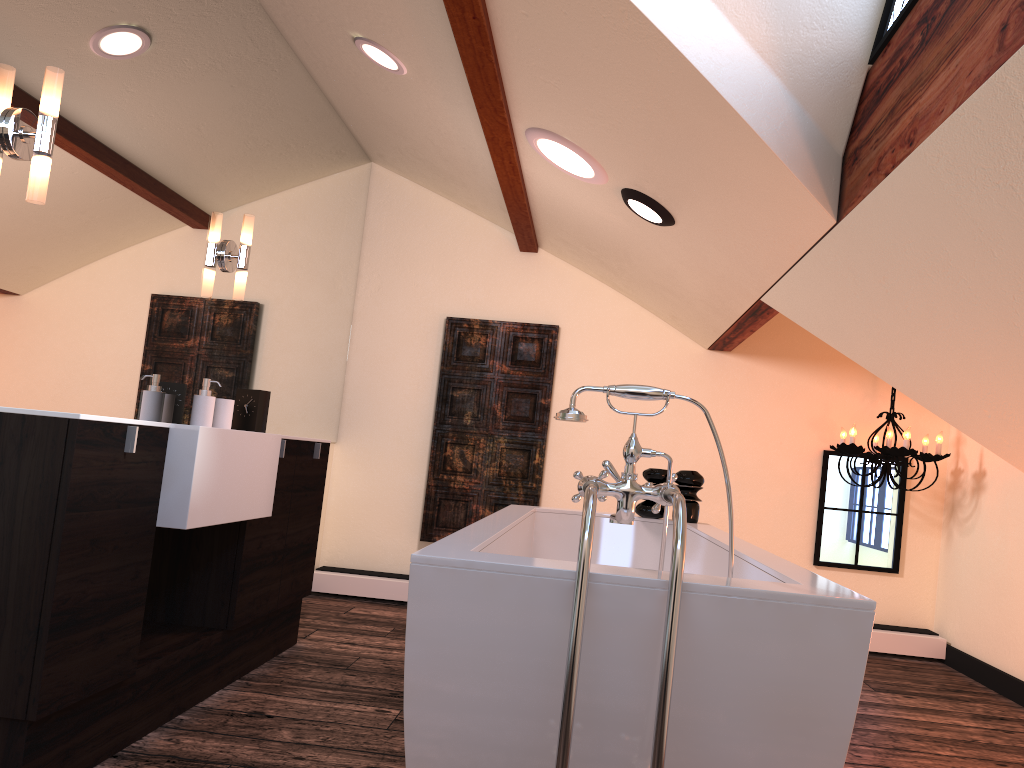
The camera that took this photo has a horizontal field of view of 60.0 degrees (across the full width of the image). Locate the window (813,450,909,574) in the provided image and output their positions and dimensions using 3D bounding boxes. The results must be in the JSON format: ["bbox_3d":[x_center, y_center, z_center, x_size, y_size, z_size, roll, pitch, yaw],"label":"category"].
[{"bbox_3d":[1.900,0.772,4.835,0.449,0.700,0.046,6,-3,5],"label":"window"}]

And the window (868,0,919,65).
[{"bbox_3d":[-0.193,-1.502,0.588,2.106,0.674,3.529,5,-5,5],"label":"window"}]

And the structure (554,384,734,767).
[{"bbox_3d":[0.189,0.542,1.670,0.384,1.117,0.556,5,-4,20],"label":"structure"}]

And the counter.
[{"bbox_3d":[-0.994,0.300,2.804,0.442,0.295,1.861,5,-5,5],"label":"counter"}]

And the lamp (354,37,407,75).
[{"bbox_3d":[-0.492,-1.364,3.319,0.206,0.101,0.229,5,-5,10],"label":"lamp"}]

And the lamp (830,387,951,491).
[{"bbox_3d":[1.945,0.035,4.529,0.540,1.122,0.618,5,-4,16],"label":"lamp"}]

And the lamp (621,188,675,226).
[{"bbox_3d":[0.506,-0.727,3.292,0.214,0.129,0.247,6,-5,1],"label":"lamp"}]

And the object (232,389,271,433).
[{"bbox_3d":[-0.984,0.113,3.341,0.116,0.177,0.067,4,-4,28],"label":"object"}]

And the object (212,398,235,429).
[{"bbox_3d":[-1.049,0.122,3.208,0.073,0.122,0.073,6,-4,0],"label":"object"}]

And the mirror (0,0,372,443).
[{"bbox_3d":[-1.055,-0.706,3.553,0.011,1.839,3.244,6,-5,5],"label":"mirror"}]

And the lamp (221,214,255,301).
[{"bbox_3d":[-1.040,-0.536,3.371,0.083,0.364,0.132,6,-3,5],"label":"lamp"}]

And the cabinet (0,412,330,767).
[{"bbox_3d":[-1.055,0.621,2.789,0.386,0.920,1.862,6,-5,5],"label":"cabinet"}]

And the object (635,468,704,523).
[{"bbox_3d":[0.626,0.491,3.553,0.276,0.228,0.157,3,-5,35],"label":"object"}]

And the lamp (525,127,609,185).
[{"bbox_3d":[0.203,-0.935,3.282,0.329,0.171,0.371,6,-5,1],"label":"lamp"}]

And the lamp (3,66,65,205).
[{"bbox_3d":[-1.144,-0.665,2.135,0.083,0.364,0.132,6,-3,5],"label":"lamp"}]

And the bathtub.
[{"bbox_3d":[0.275,0.828,2.606,0.798,0.692,2.223,5,-5,5],"label":"bathtub"}]

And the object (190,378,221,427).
[{"bbox_3d":[-1.073,0.074,3.091,0.080,0.190,0.074,2,-5,45],"label":"object"}]
